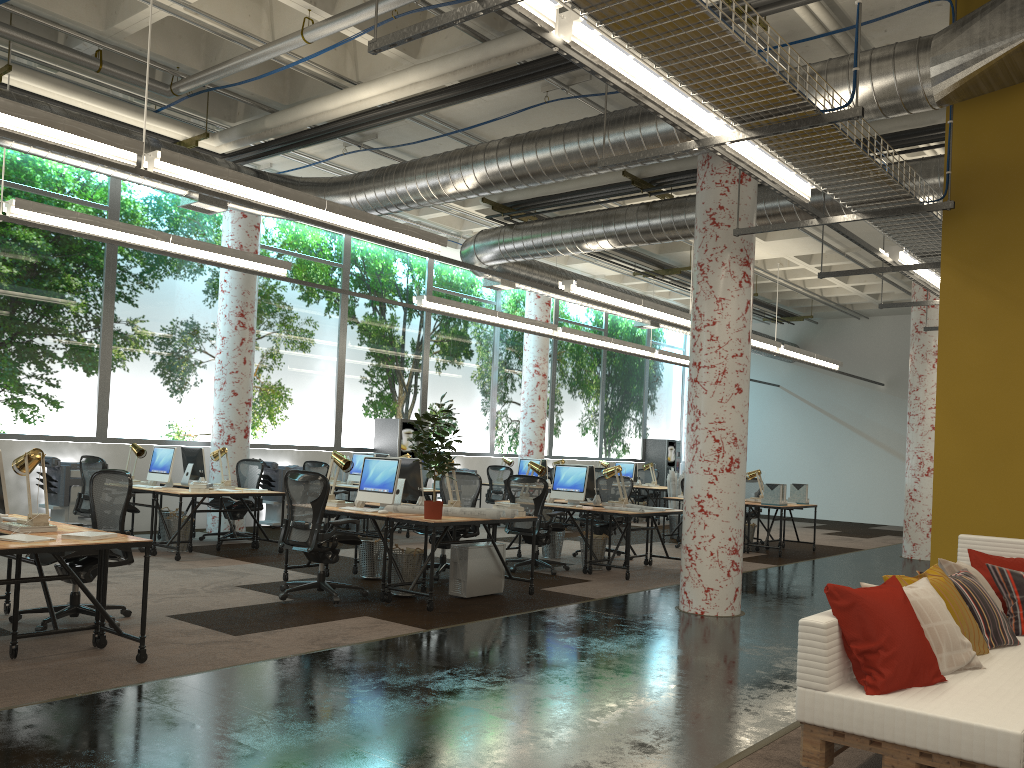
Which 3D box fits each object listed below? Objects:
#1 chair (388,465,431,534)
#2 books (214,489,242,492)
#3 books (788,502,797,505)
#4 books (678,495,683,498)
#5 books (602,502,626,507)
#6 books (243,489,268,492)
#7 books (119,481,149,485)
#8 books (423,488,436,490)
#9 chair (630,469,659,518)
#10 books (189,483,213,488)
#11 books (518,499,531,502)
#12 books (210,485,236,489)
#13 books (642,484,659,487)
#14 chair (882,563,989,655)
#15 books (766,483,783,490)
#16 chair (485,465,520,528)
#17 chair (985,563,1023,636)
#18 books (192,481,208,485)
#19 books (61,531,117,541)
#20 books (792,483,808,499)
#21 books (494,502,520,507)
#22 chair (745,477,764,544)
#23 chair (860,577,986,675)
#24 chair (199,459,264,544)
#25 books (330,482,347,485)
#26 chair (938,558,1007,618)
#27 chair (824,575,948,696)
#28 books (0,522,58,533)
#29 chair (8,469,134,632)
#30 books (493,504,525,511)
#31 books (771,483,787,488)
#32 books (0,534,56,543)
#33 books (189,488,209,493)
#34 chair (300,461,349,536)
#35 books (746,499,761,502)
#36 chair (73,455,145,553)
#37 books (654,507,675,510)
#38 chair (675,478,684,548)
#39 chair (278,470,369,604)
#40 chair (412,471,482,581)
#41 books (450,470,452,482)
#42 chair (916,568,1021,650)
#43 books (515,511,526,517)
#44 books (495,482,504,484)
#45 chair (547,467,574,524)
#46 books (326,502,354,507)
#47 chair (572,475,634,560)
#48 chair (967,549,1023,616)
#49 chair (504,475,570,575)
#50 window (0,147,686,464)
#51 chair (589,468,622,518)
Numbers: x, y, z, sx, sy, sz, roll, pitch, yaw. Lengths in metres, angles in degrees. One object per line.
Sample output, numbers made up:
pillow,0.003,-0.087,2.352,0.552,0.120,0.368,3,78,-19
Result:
chair,-1.637,1.787,13.994,0.770,1.084,0.794,2,-2,23
books,-3.306,1.240,10.301,0.243,0.019,0.206,1,-4,16
books,4.226,1.821,13.506,0.200,0.024,0.236,2,-4,12
books,2.800,1.781,13.956,0.308,0.038,0.226,-1,-5,39
books,1.292,1.483,10.895,0.308,0.038,0.226,-1,-5,39
books,-3.056,1.266,10.543,0.200,0.024,0.236,2,-4,12
books,-4.620,1.207,10.822,0.308,0.038,0.226,-1,-5,39
books,-1.233,1.519,12.800,0.200,0.024,0.236,2,-4,12
chair,2.905,2.416,19.616,0.770,1.084,0.794,2,-2,23
books,-3.500,1.143,9.970,0.193,0.044,0.258,3,-4,-4
books,0.225,1.436,10.926,0.308,0.038,0.226,-1,-5,39
books,-3.553,1.254,10.792,0.308,0.038,0.226,-1,-5,39
books,2.950,2.155,18.842,0.308,0.038,0.226,-1,-5,39
chair,2.096,1.131,4.370,0.547,0.437,0.316,5,-3,-39
books,3.831,1.617,12.956,0.233,0.310,0.068,1,-2,39
chair,-0.130,1.973,15.564,0.770,1.084,0.794,2,-2,23
chair,3.023,1.253,5.045,0.516,0.391,0.358,2,-3,8
books,-3.513,1.110,9.966,0.153,0.030,0.185,4,-5,-23
books,-2.484,0.892,5.205,0.200,0.024,0.236,2,-4,12
books,4.466,1.705,13.742,0.233,0.310,0.068,1,-2,39
books,-0.043,1.115,8.207,0.185,0.030,0.153,-1,-5,37
chair,3.822,2.089,14.700,0.770,1.084,0.794,2,-2,23
chair,1.879,1.116,4.054,0.525,0.400,0.331,5,-3,-32
chair,-3.598,1.515,11.566,0.770,1.084,0.794,2,-2,23
books,-2.659,1.479,13.250,0.308,0.038,0.226,-1,-5,39
chair,2.624,1.209,5.039,0.334,0.437,0.547,0,-4,44
chair,1.562,1.056,3.733,0.535,0.444,0.301,5,-3,-35
books,-2.981,0.879,5.454,0.308,0.038,0.226,-1,-5,39
chair,-3.026,1.140,6.229,0.770,1.084,0.794,2,-2,23
books,-0.034,1.148,8.218,0.193,0.044,0.257,5,-5,-33
books,3.924,1.630,13.071,0.233,0.310,0.068,1,-2,39
books,-2.733,0.865,4.964,0.243,0.019,0.206,1,-4,16
books,-3.518,1.187,9.946,0.200,0.050,0.272,4,-5,-23
chair,-2.632,1.627,12.467,0.770,1.084,0.794,2,-2,23
books,3.867,1.828,13.926,0.308,0.038,0.226,-1,-5,39
chair,-4.594,1.355,10.039,0.770,1.084,0.794,2,-2,23
books,1.810,1.504,10.707,0.243,0.019,0.205,4,-4,-14
chair,2.827,1.929,13.173,0.770,1.084,0.794,2,-2,23
chair,-1.662,1.289,7.666,0.770,1.084,0.794,2,-2,23
chair,-0.667,1.449,9.193,0.770,1.084,0.794,2,-2,23
books,-0.993,1.402,13.036,0.233,0.310,0.068,1,-2,39
chair,2.418,1.202,4.674,0.524,0.407,0.341,5,-3,-35
books,-0.039,1.193,8.190,0.271,0.050,0.201,0,-5,36
books,-0.156,1.826,16.348,0.308,0.038,0.226,-1,-5,39
chair,0.865,2.133,17.092,0.770,1.084,0.794,2,-2,23
books,-1.688,1.141,8.449,0.308,0.038,0.226,-1,-5,39
chair,1.247,1.744,11.670,0.770,1.084,0.794,2,-2,23
chair,3.051,1.237,5.341,0.534,0.436,0.287,2,-2,12
chair,0.252,1.584,10.142,0.770,1.084,0.794,2,-2,23
window,-3.510,-0.825,14.207,0.050,3.757,26.268,2,-4,39
chair,1.909,2.256,18.089,0.770,1.084,0.794,2,-2,23
